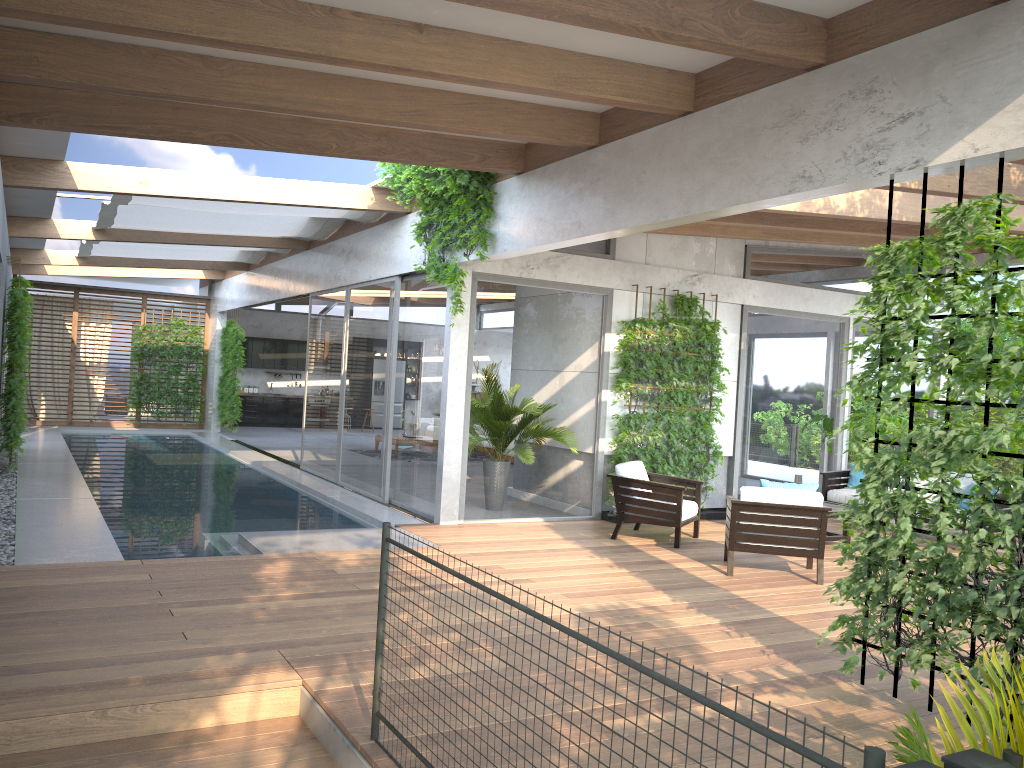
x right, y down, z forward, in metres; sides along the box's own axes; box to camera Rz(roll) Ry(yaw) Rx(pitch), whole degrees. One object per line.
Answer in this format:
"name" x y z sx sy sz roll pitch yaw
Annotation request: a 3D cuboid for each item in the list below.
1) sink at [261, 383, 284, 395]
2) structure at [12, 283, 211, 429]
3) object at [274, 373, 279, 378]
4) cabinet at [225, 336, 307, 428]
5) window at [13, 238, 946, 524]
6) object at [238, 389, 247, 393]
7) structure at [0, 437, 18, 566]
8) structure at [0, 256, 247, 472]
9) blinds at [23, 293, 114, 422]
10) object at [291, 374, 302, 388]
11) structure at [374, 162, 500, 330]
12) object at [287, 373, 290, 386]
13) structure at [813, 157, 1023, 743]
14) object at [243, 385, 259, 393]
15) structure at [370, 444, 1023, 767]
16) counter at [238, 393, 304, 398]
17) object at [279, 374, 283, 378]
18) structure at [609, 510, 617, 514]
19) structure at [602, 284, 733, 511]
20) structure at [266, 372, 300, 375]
"sink" -6.236 0.235 23.129 0.526 0.514 0.514 3 0 -29
"structure" -9.122 -0.575 20.010 4.313 3.079 0.085 3 0 -29
"object" -6.209 -0.225 23.400 0.117 0.139 0.093 3 0 -27
"cabinet" -5.140 -0.076 23.750 5.901 2.502 0.709 3 0 -31
"window" -1.897 -0.485 17.442 14.294 3.764 23.280 3 0 -29
"object" -7.021 0.156 22.710 0.381 0.134 0.590 3 0 -41
"structure" -7.066 1.113 12.236 0.477 0.068 13.673 3 0 -29
"structure" -6.467 -0.275 15.969 2.739 2.687 10.282 3 0 -12
"blinds" -10.083 -0.542 19.882 2.087 2.898 0.692 3 0 -25
"object" -5.737 -0.084 23.635 0.282 0.380 0.070 3 0 -29
"structure" -0.789 -1.562 8.941 0.918 2.054 1.822 3 0 -32
"object" -5.937 -0.117 23.560 0.071 0.325 0.066 3 0 -29
"structure" 2.227 0.269 4.145 0.500 2.687 1.807 3 0 -28
"object" -6.793 0.134 23.055 0.405 0.200 0.147 3 0 -28
"structure" 5.545 1.516 11.807 15.587 3.022 31.708 3 0 12
"counter" -6.065 0.305 23.225 3.805 0.061 0.607 3 0 -29
"object" -6.110 -0.220 23.446 0.117 0.139 0.093 3 0 -12
"structure" 1.523 1.487 10.275 0.928 0.044 0.231 3 0 -29
"structure" 1.893 0.215 10.496 1.851 2.669 0.500 3 0 -28
"structure" -6.042 -0.277 23.507 0.932 0.046 0.081 3 0 -29
